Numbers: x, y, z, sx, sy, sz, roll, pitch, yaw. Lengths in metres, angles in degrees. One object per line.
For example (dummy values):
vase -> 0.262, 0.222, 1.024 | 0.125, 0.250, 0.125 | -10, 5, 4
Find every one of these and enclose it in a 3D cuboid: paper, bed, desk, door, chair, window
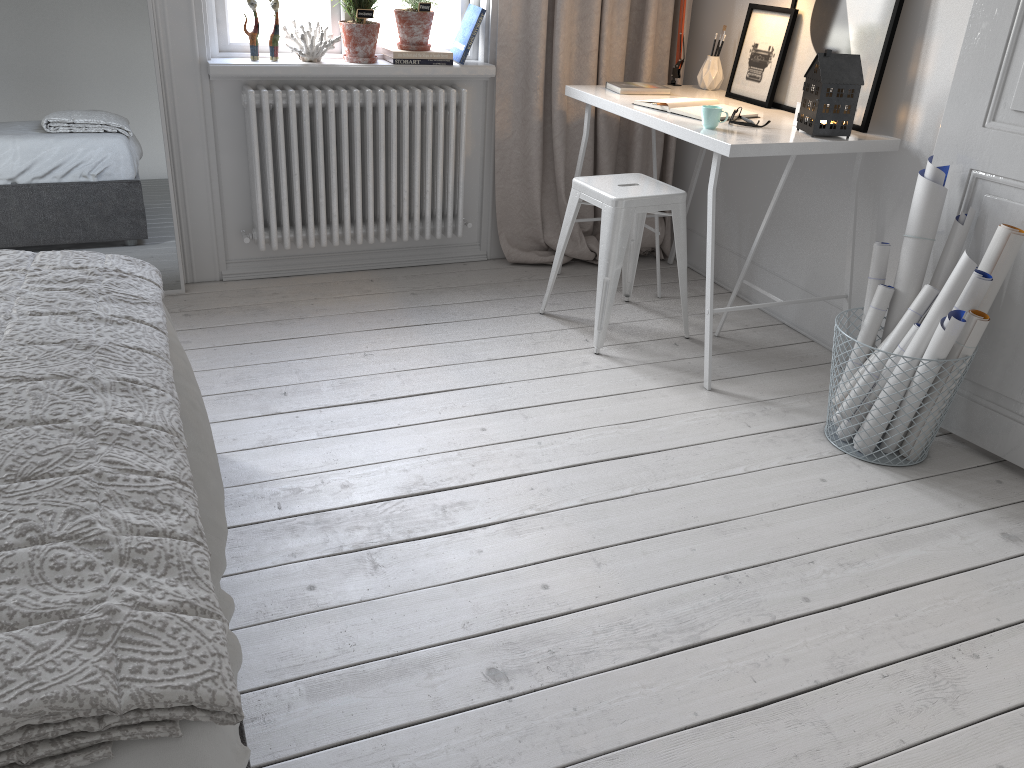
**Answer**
paper -> 1.236, -0.117, 2.461 | 0.181, 0.668, 0.073 | 3, 26, -2
bed -> -1.511, 0.116, 1.089 | 2.176, 1.167, 1.890 | -8, 29, -22
paper -> 1.028, -0.115, 2.591 | 0.129, 0.360, 0.047 | -14, 31, -31
paper -> 1.077, 0.004, 2.508 | 0.233, 0.388, 0.078 | 6, 26, 5
paper -> 1.176, -0.082, 2.530 | 0.200, 0.541, 0.047 | -6, 28, -18
paper -> 1.088, -0.050, 2.545 | 0.253, 0.431, 0.054 | 9, 27, 10
paper -> 1.066, -0.086, 2.548 | 0.239, 0.358, 0.047 | -1, 27, -9
desk -> 0.692, -0.612, 3.270 | 0.641, 0.775, 1.164 | -8, 29, -22
paper -> 1.057, -0.082, 2.498 | 0.244, 0.402, 0.049 | -7, 28, -20
door -> 1.407, -0.883, 2.112 | 0.034, 2.323, 0.678 | -13, 31, -29
paper -> 1.125, -0.192, 2.457 | 0.181, 0.792, 0.431 | 12, 28, 17
chair -> 0.392, -0.457, 3.196 | 0.409, 0.526, 0.408 | -10, 30, -26
window -> -0.593, -1.947, 3.122 | 1.047, 1.534, 0.079 | -8, 28, -22
paper -> 1.169, -0.056, 2.451 | 0.153, 0.552, 0.060 | 13, 28, 19
paper -> 1.176, 0.011, 2.423 | 0.123, 0.464, 0.057 | 23, 32, 33
paper -> 1.054, -0.141, 2.624 | 0.046, 0.546, 0.166 | 3, 26, -1

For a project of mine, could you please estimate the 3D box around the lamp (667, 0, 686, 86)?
lamp -> 0.731, -1.375, 3.264 | 0.164, 0.744, 0.569 | -10, 29, -26

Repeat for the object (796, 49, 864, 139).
object -> 0.977, -0.892, 2.718 | 0.135, 0.248, 0.135 | 0, 27, -8

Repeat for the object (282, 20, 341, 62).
object -> -0.735, -1.259, 3.263 | 0.212, 0.149, 0.186 | -3, 27, -14

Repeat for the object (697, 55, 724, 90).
object -> 0.792, -1.238, 3.528 | 0.101, 0.126, 0.101 | -8, 29, -22

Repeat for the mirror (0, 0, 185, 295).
mirror -> -1.530, -1.025, 2.956 | 0.669, 1.552, 0.145 | -8, 28, -22

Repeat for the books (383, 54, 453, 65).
books -> -0.367, -1.264, 3.452 | 0.245, 0.022, 0.157 | -6, 28, -18

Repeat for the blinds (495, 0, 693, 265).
blinds -> 0.377, -1.740, 3.357 | 0.831, 2.676, 0.225 | -8, 28, -22

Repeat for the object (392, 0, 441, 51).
object -> -0.358, -1.434, 3.357 | 0.220, 0.317, 0.211 | 10, 27, 12

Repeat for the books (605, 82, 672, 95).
books -> 0.480, -1.128, 3.381 | 0.207, 0.024, 0.150 | -4, 28, -16

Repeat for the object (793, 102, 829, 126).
object -> 0.967, -0.870, 2.868 | 0.078, 0.073, 0.065 | -10, 29, -25

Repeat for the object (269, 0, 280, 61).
object -> -0.855, -1.286, 3.201 | 0.045, 0.224, 0.052 | 11, 27, 15

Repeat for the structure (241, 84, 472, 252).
structure -> -0.611, -0.871, 3.514 | 0.935, 0.599, 0.216 | -8, 29, -22

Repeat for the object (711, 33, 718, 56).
object -> 0.788, -1.282, 3.521 | 0.008, 0.207, 0.054 | 18, 30, 27

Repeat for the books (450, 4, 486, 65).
books -> -0.179, -1.373, 3.479 | 0.101, 0.210, 0.175 | -6, 28, -19

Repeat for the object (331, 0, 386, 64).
object -> -0.567, -1.406, 3.275 | 0.183, 0.410, 0.199 | 16, 29, 24

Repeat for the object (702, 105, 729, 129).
object -> 0.618, -0.821, 2.737 | 0.064, 0.065, 0.082 | -8, 29, -23

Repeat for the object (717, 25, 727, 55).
object -> 0.813, -1.291, 3.505 | 0.028, 0.239, 0.023 | -9, 29, -24

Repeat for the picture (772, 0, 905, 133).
picture -> 1.073, -1.187, 2.914 | 0.062, 0.613, 0.493 | -8, 28, -22

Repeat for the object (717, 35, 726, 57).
object -> 0.807, -1.271, 3.501 | 0.008, 0.207, 0.054 | -18, 33, -36

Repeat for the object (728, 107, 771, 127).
object -> 0.741, -0.854, 2.841 | 0.114, 0.047, 0.133 | -15, 32, -32

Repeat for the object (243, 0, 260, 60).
object -> -0.934, -1.285, 3.189 | 0.052, 0.224, 0.045 | 25, 34, 37

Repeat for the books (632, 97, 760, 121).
books -> 0.617, -0.949, 3.034 | 0.291, 0.029, 0.358 | -16, 32, -34

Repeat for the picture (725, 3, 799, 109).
picture -> 0.903, -1.196, 3.227 | 0.062, 0.333, 0.261 | -8, 28, -22

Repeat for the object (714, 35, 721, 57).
object -> 0.801, -1.281, 3.522 | 0.054, 0.207, 0.008 | -15, 32, -33

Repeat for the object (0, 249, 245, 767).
object -> -0.732, 0.035, 1.404 | 0.405, 0.104, 1.462 | -8, 29, -22

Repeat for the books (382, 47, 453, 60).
books -> -0.369, -1.282, 3.435 | 0.246, 0.025, 0.157 | -7, 28, -19

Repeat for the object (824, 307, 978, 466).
object -> 1.085, 0.011, 2.546 | 0.374, 0.350, 0.375 | -7, 28, -20
